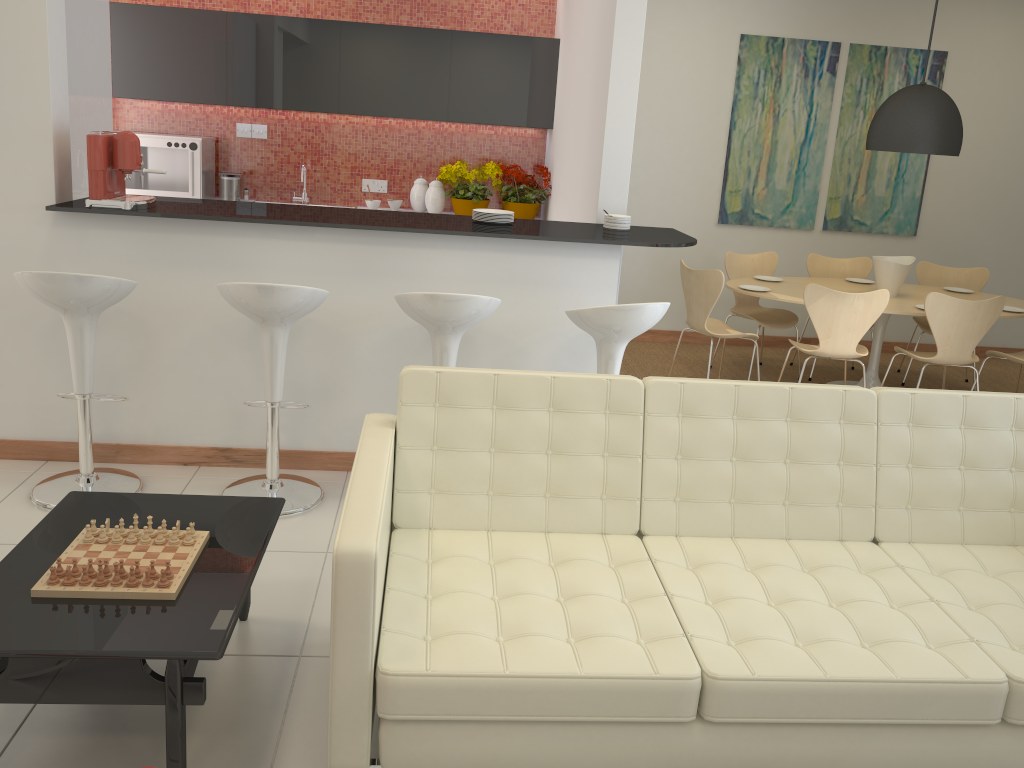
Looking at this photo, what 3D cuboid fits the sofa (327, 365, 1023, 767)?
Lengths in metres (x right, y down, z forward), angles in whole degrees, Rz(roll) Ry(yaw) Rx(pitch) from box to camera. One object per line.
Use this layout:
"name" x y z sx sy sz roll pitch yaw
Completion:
"sofa" 0.814 0.552 2.625 2.564 0.911 1.015 3 15 -5

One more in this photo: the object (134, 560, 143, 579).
"object" -1.004 0.494 2.371 0.030 0.049 0.030 5 14 2

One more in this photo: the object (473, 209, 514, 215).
"object" -0.094 -0.865 4.465 0.212 0.015 0.212 16 20 36

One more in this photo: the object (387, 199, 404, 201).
"object" -0.906 -1.435 6.893 0.008 0.008 0.236 10 17 23

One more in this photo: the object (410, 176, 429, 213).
"object" -0.716 -1.478 6.915 0.160 0.279 0.161 -9 19 -42

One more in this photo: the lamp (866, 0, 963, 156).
"lamp" 2.760 -2.281 5.833 0.594 1.474 0.602 3 14 -4

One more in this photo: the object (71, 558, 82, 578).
"object" -1.163 0.487 2.356 0.030 0.049 0.030 5 14 2

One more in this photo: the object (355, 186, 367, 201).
"object" -1.120 -1.413 6.738 0.164 0.175 0.011 6 13 8

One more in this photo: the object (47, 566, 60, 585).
"object" -1.199 0.499 2.314 0.030 0.043 0.030 5 14 2

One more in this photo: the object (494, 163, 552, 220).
"object" 0.094 -1.484 6.829 0.503 0.443 0.529 -3 16 -25

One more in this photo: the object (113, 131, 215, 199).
"object" -2.645 -1.630 6.632 0.722 0.464 0.441 3 15 -5

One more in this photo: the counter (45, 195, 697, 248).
"counter" -0.569 -0.797 4.315 2.963 0.019 0.746 3 16 -5

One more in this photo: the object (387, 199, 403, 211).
"object" -0.916 -1.396 6.922 0.121 0.083 0.122 -9 20 -39

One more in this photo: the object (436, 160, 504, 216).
"object" -0.324 -1.502 6.786 0.522 0.443 0.510 3 15 -3

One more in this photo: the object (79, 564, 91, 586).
"object" -1.119 0.498 2.320 0.030 0.054 0.030 5 14 2

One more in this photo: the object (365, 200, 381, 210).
"object" -1.060 -1.356 6.748 0.121 0.083 0.122 8 16 14

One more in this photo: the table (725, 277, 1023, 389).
"table" 2.596 -0.280 6.312 2.261 0.720 1.298 3 15 -5

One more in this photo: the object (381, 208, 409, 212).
"object" -0.919 -1.358 6.931 0.218 0.014 0.221 4 16 -1

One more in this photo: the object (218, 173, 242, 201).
"object" -2.119 -1.472 6.664 0.172 0.213 0.174 7 15 12

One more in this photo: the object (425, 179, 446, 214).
"object" -0.585 -1.430 6.782 0.160 0.279 0.161 -9 19 -42

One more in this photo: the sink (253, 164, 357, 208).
"sink" -1.604 -1.415 6.808 0.808 0.530 0.422 3 14 -5

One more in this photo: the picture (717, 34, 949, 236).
"picture" 2.618 -2.014 7.265 1.738 1.488 0.020 3 13 -5

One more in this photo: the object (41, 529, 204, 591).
"object" -1.073 0.485 2.467 0.346 0.001 0.354 3 16 -5

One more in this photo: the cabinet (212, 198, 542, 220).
"cabinet" -1.349 -0.602 5.984 3.334 0.972 2.530 3 16 -5

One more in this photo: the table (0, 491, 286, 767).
"table" -1.087 0.698 2.554 0.700 0.417 0.930 3 16 -6

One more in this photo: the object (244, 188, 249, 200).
"object" -2.051 -1.465 6.834 0.037 0.091 0.038 3 14 -6

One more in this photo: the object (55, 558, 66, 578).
"object" -1.202 0.485 2.352 0.030 0.049 0.030 5 14 2

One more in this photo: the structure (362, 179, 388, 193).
"structure" -1.093 -1.579 7.057 0.198 0.098 0.017 3 13 -5

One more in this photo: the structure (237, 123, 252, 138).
"structure" -2.083 -1.970 6.882 0.114 0.103 0.013 3 13 -5

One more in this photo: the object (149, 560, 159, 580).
"object" -0.964 0.496 2.375 0.030 0.049 0.030 5 14 2

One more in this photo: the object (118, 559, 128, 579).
"object" -1.043 0.492 2.367 0.030 0.049 0.030 5 14 2

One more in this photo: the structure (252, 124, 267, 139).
"structure" -1.965 -1.966 6.895 0.114 0.103 0.009 3 13 -5

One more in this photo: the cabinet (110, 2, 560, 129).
"cabinet" -1.281 -2.374 6.674 3.241 0.651 0.357 3 14 -5

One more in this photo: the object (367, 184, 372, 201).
"object" -1.080 -1.426 6.787 0.009 0.193 0.141 -5 17 -35

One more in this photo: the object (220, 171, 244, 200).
"object" -2.177 -1.541 6.886 0.172 0.213 0.174 7 15 12

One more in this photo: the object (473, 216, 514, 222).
"object" -0.096 -0.832 4.473 0.212 0.015 0.212 16 20 36

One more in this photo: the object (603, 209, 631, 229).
"object" 0.534 -0.864 4.611 0.173 0.096 0.142 1 16 -13

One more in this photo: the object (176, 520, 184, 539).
"object" -0.983 0.426 2.607 0.030 0.051 0.030 1 14 -13

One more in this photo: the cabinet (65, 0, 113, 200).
"cabinet" -3.061 -1.090 4.511 1.636 2.491 1.072 3 14 -6

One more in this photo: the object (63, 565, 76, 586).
"object" -1.159 0.497 2.316 0.030 0.051 0.030 5 14 2

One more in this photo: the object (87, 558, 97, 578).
"object" -1.123 0.489 2.359 0.030 0.049 0.030 5 14 2

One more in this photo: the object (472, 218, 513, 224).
"object" -0.096 -0.825 4.475 0.212 0.015 0.212 16 20 36

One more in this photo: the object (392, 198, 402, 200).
"object" -0.913 -1.443 6.920 0.008 0.008 0.237 9 17 18

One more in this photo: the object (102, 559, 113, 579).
"object" -1.083 0.491 2.363 0.030 0.049 0.030 5 14 2

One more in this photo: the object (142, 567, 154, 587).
"object" -0.960 0.506 2.335 0.030 0.051 0.030 5 14 2
